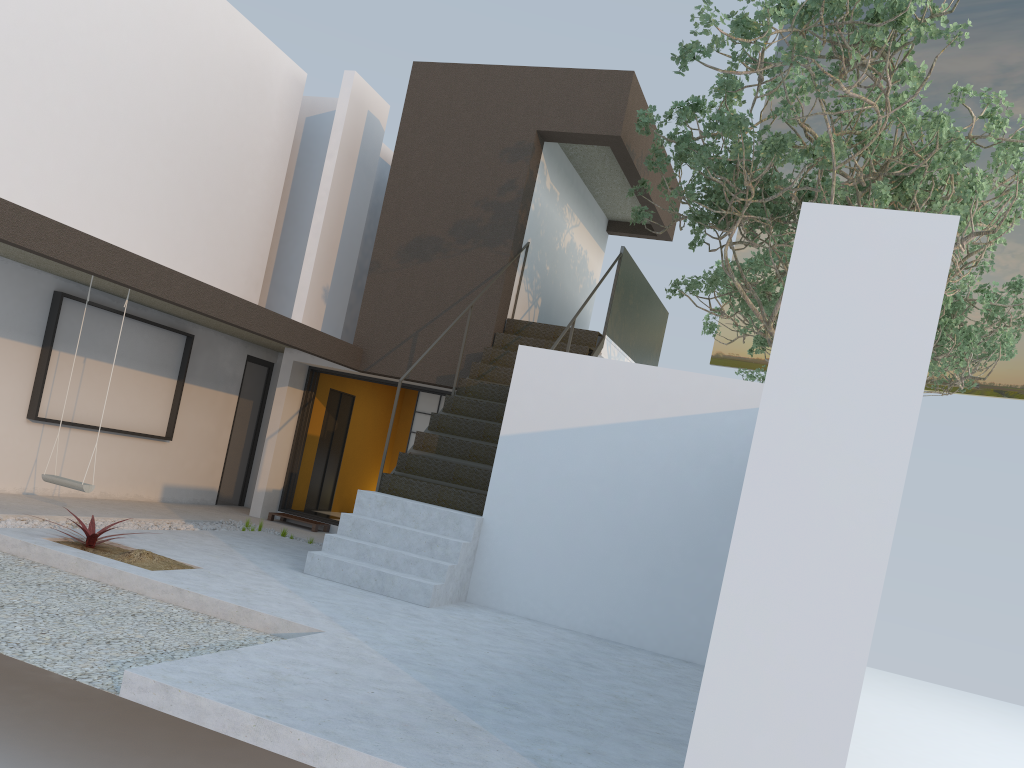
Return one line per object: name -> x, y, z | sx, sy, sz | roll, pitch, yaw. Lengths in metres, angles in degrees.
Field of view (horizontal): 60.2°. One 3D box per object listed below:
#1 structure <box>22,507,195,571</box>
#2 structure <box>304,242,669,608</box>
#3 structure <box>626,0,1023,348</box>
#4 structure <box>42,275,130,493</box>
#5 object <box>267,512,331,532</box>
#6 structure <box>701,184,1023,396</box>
structure -> -2.876, 1.154, 6.423 | 1.196, 0.291, 0.753 | 10, -5, 20
structure -> 0.304, 0.251, 10.125 | 1.151, 3.939, 6.610 | 12, -4, 21
structure -> 3.190, -1.444, 8.708 | 4.334, 3.695, 5.765 | 12, -4, 0
structure -> -3.544, -0.045, 7.421 | 0.459, 1.865, 0.130 | 12, -1, 20
object -> -2.693, 1.750, 11.168 | 0.699, 0.100, 0.353 | 10, -6, 20
structure -> 5.909, -0.384, 14.717 | 5.509, 4.696, 7.326 | 12, -4, 0
